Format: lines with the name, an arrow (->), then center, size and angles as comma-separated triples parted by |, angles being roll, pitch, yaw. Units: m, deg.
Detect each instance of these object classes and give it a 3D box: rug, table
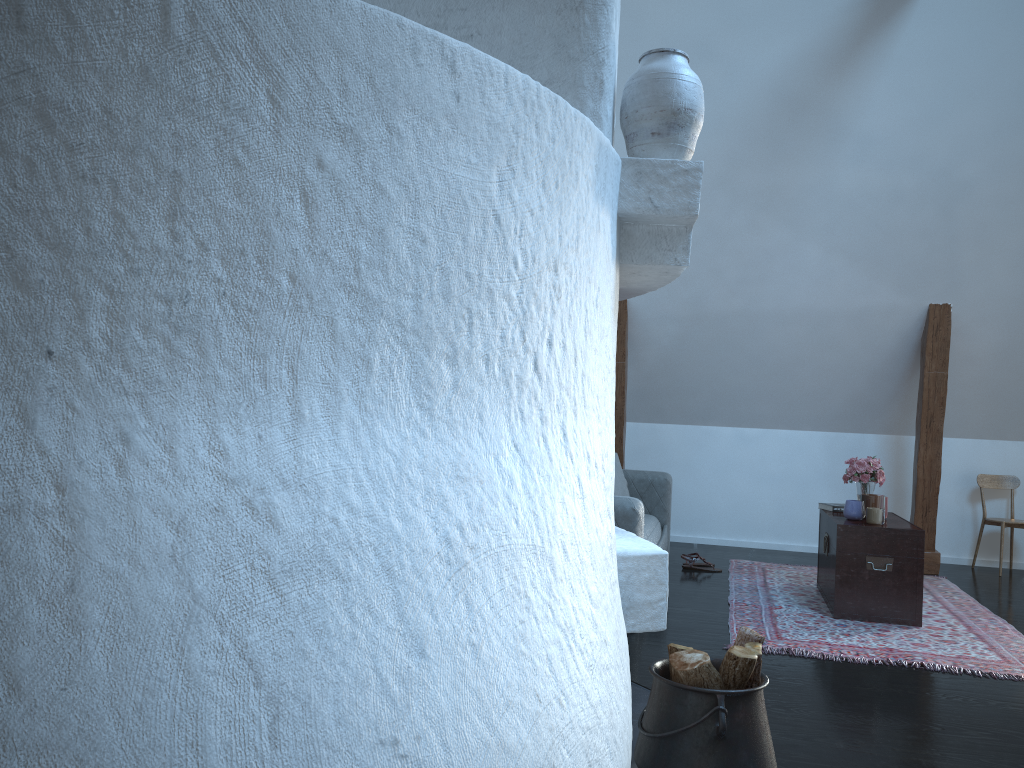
rug -> 1.965, 1.237, 4.971 | 1.512, 0.029, 2.647 | 2, -2, 14
table -> 2.004, 0.999, 5.001 | 0.471, 0.492, 0.962 | 2, -2, 14

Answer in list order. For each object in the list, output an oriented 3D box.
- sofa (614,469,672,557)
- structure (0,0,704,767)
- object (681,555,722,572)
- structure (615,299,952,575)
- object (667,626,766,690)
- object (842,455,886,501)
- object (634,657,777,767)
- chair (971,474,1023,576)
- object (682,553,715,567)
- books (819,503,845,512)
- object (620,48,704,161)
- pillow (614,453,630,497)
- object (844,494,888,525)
sofa -> 0.345, 0.798, 5.414 | 1.107, 0.770, 2.458 | 2, -2, 14
structure -> -0.972, -1.313, 2.412 | 3.049, 4.752, 3.058 | 2, -2, 22
object -> 1.265, 1.193, 5.905 | 0.277, 0.090, 0.101 | 3, -2, 2
structure -> 6.753, 0.520, 5.602 | 12.350, 1.963, 1.023 | 2, -2, 14
object -> 0.552, 0.868, 2.426 | 0.270, 0.370, 0.240 | 2, -2, 13
object -> 2.076, 0.593, 5.248 | 0.235, 0.351, 0.234 | 4, -2, -26
object -> 0.533, 0.950, 2.440 | 0.384, 0.313, 0.384 | 1, -2, 40
chair -> 3.575, 1.014, 6.411 | 0.329, 0.696, 0.342 | 3, -2, -3
object -> 1.269, 1.198, 6.066 | 0.277, 0.090, 0.101 | 4, -2, -30
books -> 2.017, 0.752, 5.387 | 0.243, 0.034, 0.179 | 3, -2, -8
object -> 0.364, -0.641, 2.164 | 0.203, 0.314, 0.203 | 3, -2, -2
pillow -> 0.452, 0.627, 5.415 | 0.444, 0.515, 2.075 | 2, -2, 14
object -> 1.955, 0.685, 4.908 | 0.215, 0.138, 0.413 | 2, -2, 25
